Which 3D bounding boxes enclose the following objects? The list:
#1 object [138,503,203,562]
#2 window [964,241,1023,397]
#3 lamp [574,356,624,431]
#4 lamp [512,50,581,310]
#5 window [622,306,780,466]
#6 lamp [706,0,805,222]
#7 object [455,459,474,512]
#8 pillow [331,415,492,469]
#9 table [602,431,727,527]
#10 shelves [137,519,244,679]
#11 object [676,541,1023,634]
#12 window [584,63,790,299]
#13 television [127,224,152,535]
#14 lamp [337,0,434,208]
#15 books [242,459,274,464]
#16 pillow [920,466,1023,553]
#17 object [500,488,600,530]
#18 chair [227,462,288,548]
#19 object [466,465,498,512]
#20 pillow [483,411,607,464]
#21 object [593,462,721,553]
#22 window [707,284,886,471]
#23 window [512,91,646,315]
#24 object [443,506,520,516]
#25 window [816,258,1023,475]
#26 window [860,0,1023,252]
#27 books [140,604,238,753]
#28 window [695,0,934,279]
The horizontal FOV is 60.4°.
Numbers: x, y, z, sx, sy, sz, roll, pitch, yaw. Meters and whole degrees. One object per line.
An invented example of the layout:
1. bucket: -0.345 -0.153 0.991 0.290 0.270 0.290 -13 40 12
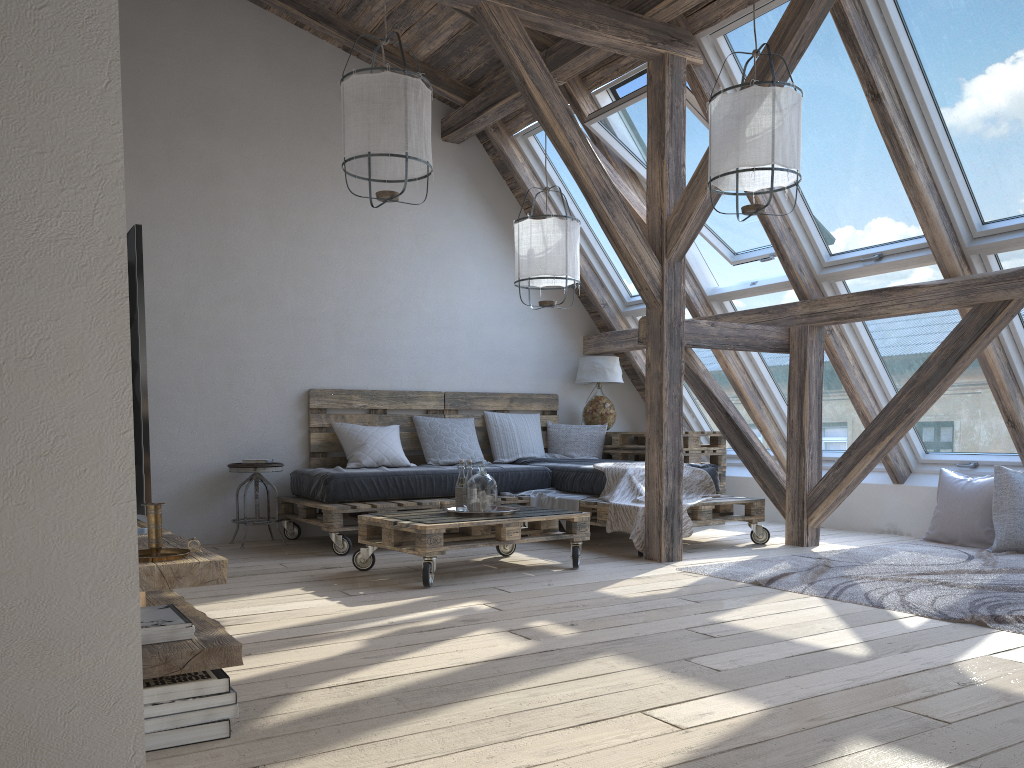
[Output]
1. object: -0.736 0.303 1.815 0.139 0.113 0.139 -1 0 41
2. window: 3.001 -0.127 4.472 1.095 1.284 0.853 -1 2 -32
3. lamp: 0.533 0.446 7.120 0.821 1.292 0.388 2 4 44
4. lamp: 0.208 -1.223 5.257 0.400 1.526 0.404 0 4 9
5. window: 1.543 0.010 6.810 1.095 1.284 0.853 -1 2 -32
6. lamp: 1.070 -1.407 3.869 0.399 1.312 0.405 2 4 34
7. object: -0.238 0.523 4.533 0.071 0.269 0.153 -3 3 -32
8. pillow: -0.669 0.391 6.110 1.129 0.357 0.350 1 0 -32
9. table: 1.073 0.724 6.877 0.674 0.705 1.015 -1 0 -32
10. shelves: -1.062 0.621 2.446 0.330 0.452 1.601 -1 -2 -32
11. object: 2.587 0.862 3.695 2.186 0.057 3.185 2 -4 -31
12. window: 1.215 -1.253 5.446 1.348 1.283 0.853 -1 2 -32
13. television: -1.098 0.039 2.372 0.206 0.709 1.101 -3 0 -32
14. lamp: -0.561 -1.358 3.893 0.407 1.090 0.397 0 3 9
15. books: -1.602 0.487 5.547 0.150 0.021 0.204 0 -3 -3
16. pillow: 2.897 0.731 5.058 0.434 0.527 1.132 -1 -1 -40
17. object: 0.309 0.832 5.781 0.708 0.278 0.504 -2 -2 42
18. chair: -1.617 0.759 5.580 0.353 0.523 0.352 -1 2 -28
19. object: -0.151 0.526 4.394 0.156 0.248 0.155 1 2 27
20. pillow: 0.248 0.404 6.715 0.967 0.401 0.385 0 0 -15
21. object: 0.943 0.717 5.268 0.810 0.475 1.008 0 -2 -2
22. window: 2.029 -0.036 6.030 1.095 1.284 0.853 -1 2 -32
23. window: 0.690 -1.209 6.201 1.095 1.284 0.853 -1 2 -32
24. object: -0.154 0.647 4.489 0.394 0.022 0.394 0 -3 -12
25. window: 2.515 -0.081 5.251 1.095 1.284 0.853 -1 2 -32
26. window: 2.148 -1.346 3.863 1.095 1.284 0.853 -1 2 -32
27. books: -0.851 0.692 2.113 0.290 0.266 0.359 0 0 -32
28. window: 1.662 -1.300 4.642 1.095 1.284 0.853 -1 2 -32
